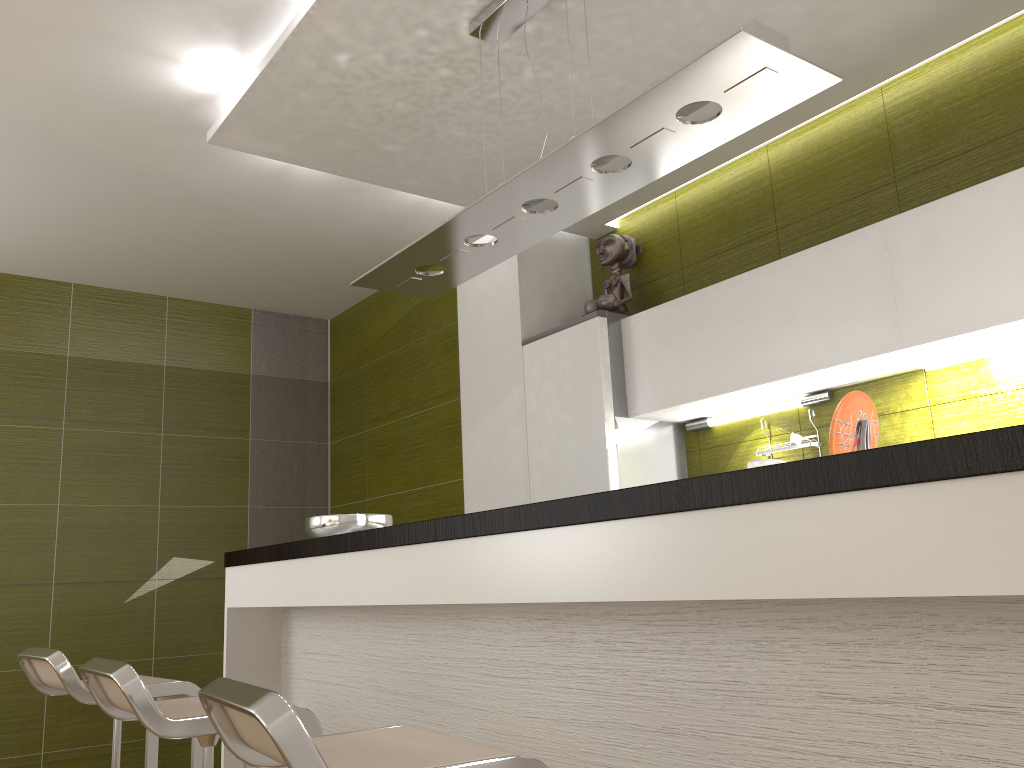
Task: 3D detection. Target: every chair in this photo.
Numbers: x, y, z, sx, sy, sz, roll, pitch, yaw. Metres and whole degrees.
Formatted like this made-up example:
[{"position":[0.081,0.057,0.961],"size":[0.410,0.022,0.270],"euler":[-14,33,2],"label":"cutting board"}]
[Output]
[{"position":[-0.196,0.863,1.288],"size":[0.460,0.857,0.418],"euler":[5,-15,-31],"label":"chair"},{"position":[-0.695,1.035,1.950],"size":[0.460,0.857,0.418],"euler":[6,-15,-35],"label":"chair"},{"position":[-1.193,1.206,2.613],"size":[0.460,0.857,0.418],"euler":[8,-17,-40],"label":"chair"}]

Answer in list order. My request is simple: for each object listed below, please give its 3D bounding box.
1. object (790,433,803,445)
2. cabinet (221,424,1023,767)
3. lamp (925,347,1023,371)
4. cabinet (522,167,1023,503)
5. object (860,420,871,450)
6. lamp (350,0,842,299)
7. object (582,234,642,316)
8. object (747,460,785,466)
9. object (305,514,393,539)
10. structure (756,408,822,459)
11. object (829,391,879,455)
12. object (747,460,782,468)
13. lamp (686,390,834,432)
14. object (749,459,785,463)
[{"position":[1.085,0.214,3.387],"size":[0.051,0.053,0.046],"euler":[-2,-13,-5],"label":"object"},{"position":[0.111,0.900,2.154],"size":[0.663,1.134,2.947],"euler":[6,-16,-36],"label":"cabinet"},{"position":[1.517,-0.082,2.909],"size":[0.008,0.008,0.334],"euler":[6,-16,-36],"label":"lamp"},{"position":[1.406,0.492,2.795],"size":[0.724,2.089,3.471],"euler":[6,-16,-36],"label":"cabinet"},{"position":[0.686,0.141,1.767],"size":[0.088,0.131,0.072],"euler":[8,-17,-40],"label":"object"},{"position":[0.061,-0.820,2.516],"size":[0.326,0.683,1.677],"euler":[6,-16,-36],"label":"lamp"},{"position":[0.452,-0.480,4.152],"size":[0.304,0.488,0.195],"euler":[7,-16,-38],"label":"object"},{"position":[1.000,0.323,3.415],"size":[0.173,0.052,0.181],"euler":[6,-16,-36],"label":"object"},{"position":[-0.584,0.532,3.187],"size":[0.311,0.105,0.311],"euler":[3,-14,-23],"label":"object"},{"position":[1.054,0.281,3.403],"size":[0.110,0.346,0.266],"euler":[6,-16,-36],"label":"structure"},{"position":[0.686,0.105,1.775],"size":[0.184,0.178,0.055],"euler":[8,-16,-39],"label":"object"},{"position":[0.999,0.326,3.414],"size":[0.173,0.052,0.181],"euler":[6,-16,-36],"label":"object"},{"position":[0.983,0.116,3.593],"size":[0.041,0.041,0.715],"euler":[6,-16,-36],"label":"lamp"},{"position":[1.000,0.321,3.416],"size":[0.173,0.052,0.181],"euler":[6,-16,-36],"label":"object"}]
